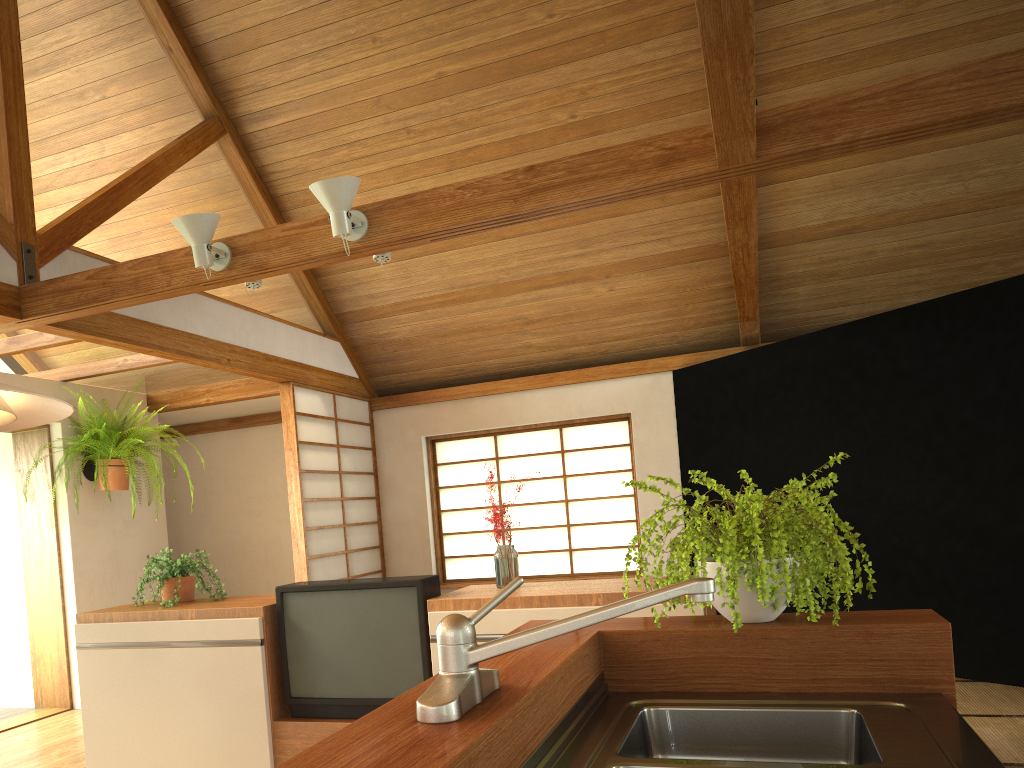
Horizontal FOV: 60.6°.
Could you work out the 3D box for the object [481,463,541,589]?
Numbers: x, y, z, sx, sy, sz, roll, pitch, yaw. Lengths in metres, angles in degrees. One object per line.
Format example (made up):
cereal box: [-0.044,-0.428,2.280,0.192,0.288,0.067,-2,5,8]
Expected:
object: [-0.019,0.552,3.427,0.240,0.498,0.223,-5,-1,25]

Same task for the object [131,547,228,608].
object: [-1.577,0.949,4.095,0.472,0.375,0.607,-3,-6,-21]

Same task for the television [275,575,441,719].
television: [-0.567,1.070,3.632,0.675,0.537,0.468,-6,-4,20]

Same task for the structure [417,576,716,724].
structure: [0.039,0.352,1.176,0.433,0.175,0.225,-10,-7,37]

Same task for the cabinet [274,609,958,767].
cabinet: [0.121,0.805,0.682,0.881,0.874,2.671,-6,-7,16]

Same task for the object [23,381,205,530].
object: [-2.754,0.507,6.222,1.094,1.123,1.241,-5,-4,11]

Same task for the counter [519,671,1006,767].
counter: [0.159,0.514,0.554,0.647,0.168,2.480,-7,-8,16]

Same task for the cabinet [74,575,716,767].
cabinet: [-0.561,1.241,3.604,2.795,0.738,0.530,-8,-3,22]

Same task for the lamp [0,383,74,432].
lamp: [-1.256,-1.022,0.705,0.598,2.141,1.681,-5,-3,28]

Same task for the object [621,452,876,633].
object: [0.495,0.334,1.833,0.537,0.350,0.419,-10,-7,43]
